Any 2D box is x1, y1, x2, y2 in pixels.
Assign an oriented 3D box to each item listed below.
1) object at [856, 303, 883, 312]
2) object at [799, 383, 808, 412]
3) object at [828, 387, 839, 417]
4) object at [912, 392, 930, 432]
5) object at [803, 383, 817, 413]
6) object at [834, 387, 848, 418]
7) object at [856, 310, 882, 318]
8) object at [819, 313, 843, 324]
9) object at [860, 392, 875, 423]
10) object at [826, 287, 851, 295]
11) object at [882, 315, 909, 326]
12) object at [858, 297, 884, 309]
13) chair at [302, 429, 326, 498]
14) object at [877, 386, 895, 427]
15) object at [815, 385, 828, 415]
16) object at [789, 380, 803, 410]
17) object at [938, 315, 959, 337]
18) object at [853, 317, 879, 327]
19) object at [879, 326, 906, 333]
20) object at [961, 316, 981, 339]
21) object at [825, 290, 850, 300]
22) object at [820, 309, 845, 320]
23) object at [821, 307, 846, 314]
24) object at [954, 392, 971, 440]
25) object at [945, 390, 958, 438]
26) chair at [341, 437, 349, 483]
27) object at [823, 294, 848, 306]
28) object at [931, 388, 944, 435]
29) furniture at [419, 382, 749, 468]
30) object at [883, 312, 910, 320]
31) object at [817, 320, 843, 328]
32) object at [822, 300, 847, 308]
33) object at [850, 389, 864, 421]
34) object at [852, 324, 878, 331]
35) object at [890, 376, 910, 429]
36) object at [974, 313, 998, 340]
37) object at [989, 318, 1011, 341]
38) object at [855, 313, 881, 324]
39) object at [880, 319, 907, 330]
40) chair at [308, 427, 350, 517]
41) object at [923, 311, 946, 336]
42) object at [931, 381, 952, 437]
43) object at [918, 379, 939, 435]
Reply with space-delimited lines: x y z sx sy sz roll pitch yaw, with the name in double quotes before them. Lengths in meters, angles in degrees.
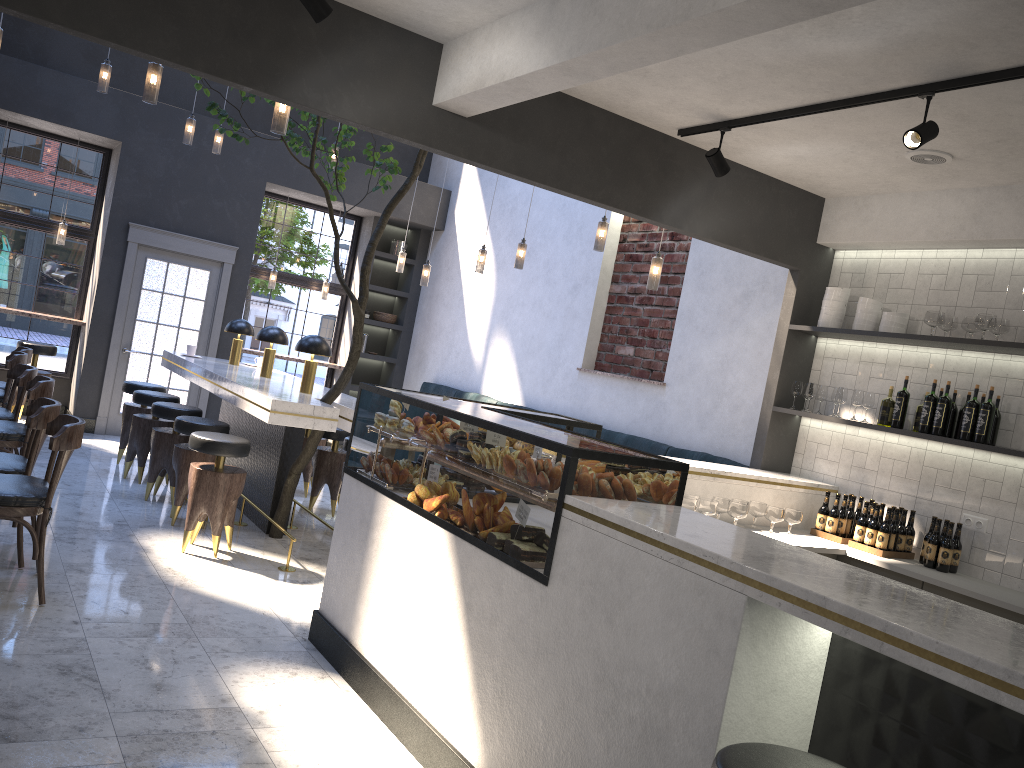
"object" 2.248 -0.463 5.583 0.153 0.060 0.153 12 2 40
"object" 1.961 0.090 5.902 0.070 0.188 0.070 9 2 -41
"object" 2.083 0.118 5.703 0.070 0.188 0.070 9 2 -41
"object" 2.423 0.168 5.220 0.082 0.246 0.082 11 2 -5
"object" 1.930 0.087 5.744 0.070 0.188 0.070 9 2 -41
"object" 2.053 0.115 5.544 0.070 0.188 0.070 9 2 -41
"object" 2.243 -0.434 5.586 0.153 0.075 0.154 11 1 25
"object" 2.066 -0.408 5.742 0.153 0.074 0.153 10 2 -29
"object" 2.206 0.146 5.503 0.070 0.188 0.070 10 2 -18
"object" 2.103 -0.594 5.727 0.153 0.070 0.153 11 1 14
"object" 2.340 -0.379 5.425 0.153 0.062 0.153 11 1 -3
"object" 2.257 -0.498 5.580 0.154 0.076 0.153 11 1 -11
"chair" -1.908 0.635 8.057 0.371 0.737 0.370 11 2 11
"object" 2.522 0.170 4.894 0.083 0.294 1.099 10 2 -31
"object" 2.022 0.104 5.802 0.070 0.188 0.070 9 2 -41
"object" 1.869 0.073 5.844 0.070 0.188 0.070 9 2 -41
"object" 2.532 -0.320 5.167 0.114 0.147 0.114 10 2 -28
"object" 2.232 -0.373 5.590 0.153 0.074 0.153 10 2 -29
"object" 2.323 -0.316 5.428 0.153 0.055 0.153 11 1 20
"object" 2.610 -0.302 5.039 0.114 0.147 0.114 10 2 -28
"object" 2.099 -0.562 5.731 0.152 0.067 0.153 11 1 14
"object" 2.073 -0.438 5.741 0.153 0.062 0.153 11 1 -3
"object" 2.077 -0.470 5.738 0.153 0.075 0.154 11 1 25
"object" 2.562 0.182 5.018 0.065 0.280 0.065 11 2 11
"object" 2.519 0.172 5.089 0.065 0.280 0.065 11 2 11
"chair" -1.180 0.801 6.871 0.371 0.737 0.370 11 2 11
"object" 2.091 -0.533 5.732 0.154 0.076 0.153 11 1 -11
"object" 2.475 0.162 5.160 0.065 0.280 0.065 11 2 11
"furniture" -2.187 0.396 6.877 6.026 1.151 5.335 10 1 -32
"object" 2.344 -0.411 5.422 0.153 0.075 0.154 11 1 25
"object" 2.056 -0.374 5.744 0.153 0.055 0.153 11 1 20
"object" 2.082 -0.499 5.735 0.153 0.060 0.153 12 2 40
"object" 2.114 0.129 5.445 0.070 0.188 0.070 10 2 -18
"object" 2.222 -0.339 5.592 0.153 0.055 0.153 11 1 20
"object" 2.313 0.110 5.260 0.072 0.319 0.073 12 2 42
"object" 2.579 -0.304 4.841 0.114 0.147 0.114 10 2 -28
"object" 2.688 -0.285 4.911 0.114 0.147 0.114 10 2 -28
"object" 2.239 -0.402 5.589 0.153 0.062 0.153 11 1 -3
"object" 2.333 -0.350 5.426 0.153 0.074 0.153 10 2 -29
"chair" -1.544 0.718 7.464 0.371 0.737 0.370 11 2 11
"object" 2.422 -0.340 5.097 0.114 0.147 0.114 10 2 -28
"object" 2.450 0.141 5.036 0.072 0.319 0.073 12 2 42
"object" 2.407 0.131 5.107 0.072 0.319 0.073 12 2 42
